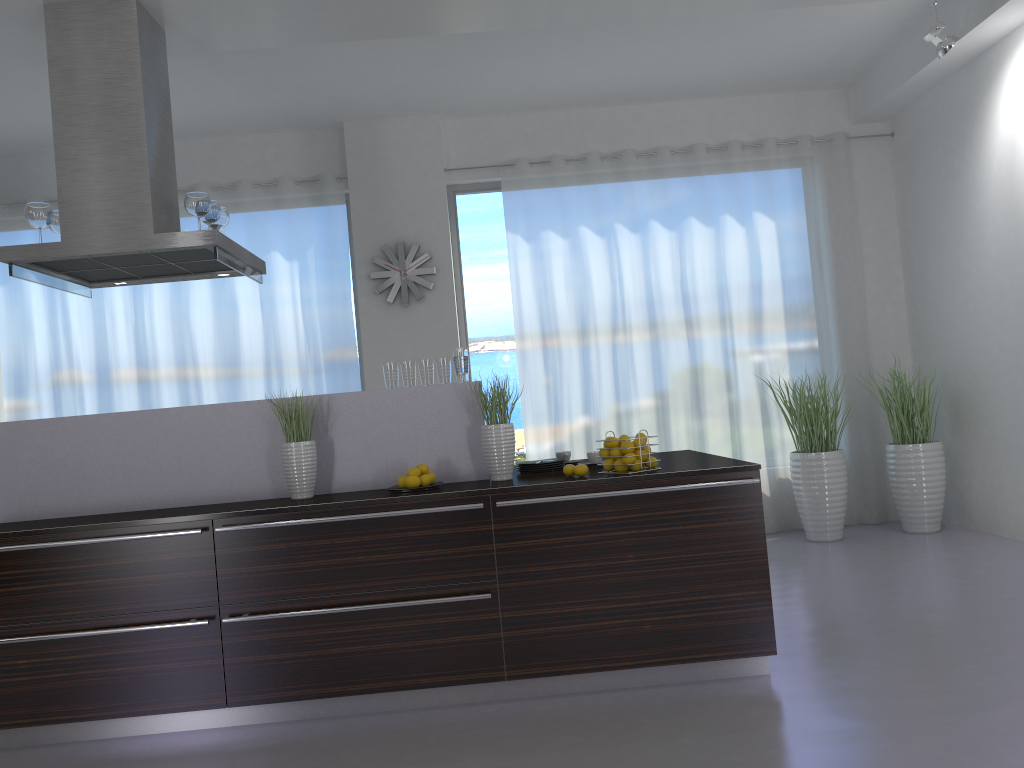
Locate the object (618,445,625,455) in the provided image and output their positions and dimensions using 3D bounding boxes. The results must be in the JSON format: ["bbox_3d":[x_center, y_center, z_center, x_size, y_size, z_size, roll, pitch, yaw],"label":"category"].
[{"bbox_3d":[0.457,0.289,3.787,0.064,0.053,0.051,-5,-1,1],"label":"object"}]

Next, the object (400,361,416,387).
[{"bbox_3d":[-0.471,-0.044,4.053,0.072,0.119,0.071,-6,-2,38],"label":"object"}]

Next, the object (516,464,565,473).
[{"bbox_3d":[0.138,0.406,4.239,0.232,0.020,0.232,-5,-1,7],"label":"object"}]

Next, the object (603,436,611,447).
[{"bbox_3d":[0.418,0.255,3.797,0.052,0.060,0.057,-5,-2,-14],"label":"object"}]

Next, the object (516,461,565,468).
[{"bbox_3d":[0.137,0.387,4.239,0.232,0.020,0.232,-5,-1,2],"label":"object"}]

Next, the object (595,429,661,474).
[{"bbox_3d":[0.491,0.283,3.764,0.189,0.174,0.207,-4,-2,-37],"label":"object"}]

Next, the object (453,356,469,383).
[{"bbox_3d":[-0.230,-0.065,4.060,0.072,0.119,0.071,-6,-2,38],"label":"object"}]

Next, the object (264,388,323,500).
[{"bbox_3d":[-0.937,0.246,3.833,0.269,0.502,0.247,-5,-1,-1],"label":"object"}]

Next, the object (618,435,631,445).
[{"bbox_3d":[0.477,0.241,3.765,0.051,0.053,0.063,-5,-1,0],"label":"object"}]

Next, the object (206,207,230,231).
[{"bbox_3d":[-1.515,-0.794,4.569,0.125,0.221,0.125,-6,-2,23],"label":"object"}]

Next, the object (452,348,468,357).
[{"bbox_3d":[-0.233,-0.104,4.061,0.072,0.119,0.071,-6,-2,38],"label":"object"}]

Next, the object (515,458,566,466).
[{"bbox_3d":[-0.042,0.331,4.315,0.646,0.147,0.269,-6,-2,23],"label":"object"}]

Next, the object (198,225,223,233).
[{"bbox_3d":[-1.618,-0.756,4.787,0.137,0.174,0.137,-4,-2,-37],"label":"object"}]

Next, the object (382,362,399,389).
[{"bbox_3d":[-0.552,-0.037,4.051,0.072,0.119,0.071,-4,-2,-42],"label":"object"}]

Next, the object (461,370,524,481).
[{"bbox_3d":[-0.052,0.170,3.883,0.247,0.502,0.269,-6,-2,41],"label":"object"}]

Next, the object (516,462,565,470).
[{"bbox_3d":[0.137,0.397,4.239,0.232,0.020,0.232,-5,-1,7],"label":"object"}]

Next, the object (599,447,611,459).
[{"bbox_3d":[0.400,0.295,3.777,0.053,0.051,0.063,-4,-2,-33],"label":"object"}]

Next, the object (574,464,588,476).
[{"bbox_3d":[0.290,0.362,3.723,0.063,0.051,0.053,-5,-1,2],"label":"object"}]

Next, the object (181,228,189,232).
[{"bbox_3d":[-1.807,-0.739,4.781,0.137,0.174,0.137,-4,-2,-37],"label":"object"}]

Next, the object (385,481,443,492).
[{"bbox_3d":[-0.414,0.441,3.778,0.232,0.020,0.232,-5,-1,7],"label":"object"}]

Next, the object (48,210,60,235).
[{"bbox_3d":[-2.220,-0.737,4.378,0.125,0.221,0.125,-6,-2,23],"label":"object"}]

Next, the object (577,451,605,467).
[{"bbox_3d":[0.400,0.360,4.258,0.153,0.069,0.153,-4,-2,-28],"label":"object"}]

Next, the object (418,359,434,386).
[{"bbox_3d":[-0.391,-0.051,4.055,0.072,0.119,0.071,-6,-2,38],"label":"object"}]

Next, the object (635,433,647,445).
[{"bbox_3d":[0.551,0.237,3.786,0.050,0.060,0.059,-5,-1,-2],"label":"object"}]

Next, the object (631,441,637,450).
[{"bbox_3d":[0.515,0.270,3.790,0.055,0.051,0.061,-5,-1,-7],"label":"object"}]

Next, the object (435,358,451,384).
[{"bbox_3d":[-0.310,-0.058,4.058,0.072,0.119,0.071,-6,-2,38],"label":"object"}]

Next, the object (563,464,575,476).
[{"bbox_3d":[0.247,0.367,3.771,0.053,0.051,0.063,-4,-2,-33],"label":"object"}]

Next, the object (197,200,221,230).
[{"bbox_3d":[-1.511,-0.798,4.422,0.125,0.221,0.125,-6,-2,23],"label":"object"}]

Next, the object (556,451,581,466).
[{"bbox_3d":[0.262,0.378,4.492,0.153,0.069,0.153,-6,-2,32],"label":"object"}]

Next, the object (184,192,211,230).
[{"bbox_3d":[-1.506,-0.803,4.264,0.125,0.221,0.125,-6,-2,23],"label":"object"}]

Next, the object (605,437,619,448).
[{"bbox_3d":[0.422,0.249,3.745,0.053,0.051,0.063,-4,-2,-44],"label":"object"}]
